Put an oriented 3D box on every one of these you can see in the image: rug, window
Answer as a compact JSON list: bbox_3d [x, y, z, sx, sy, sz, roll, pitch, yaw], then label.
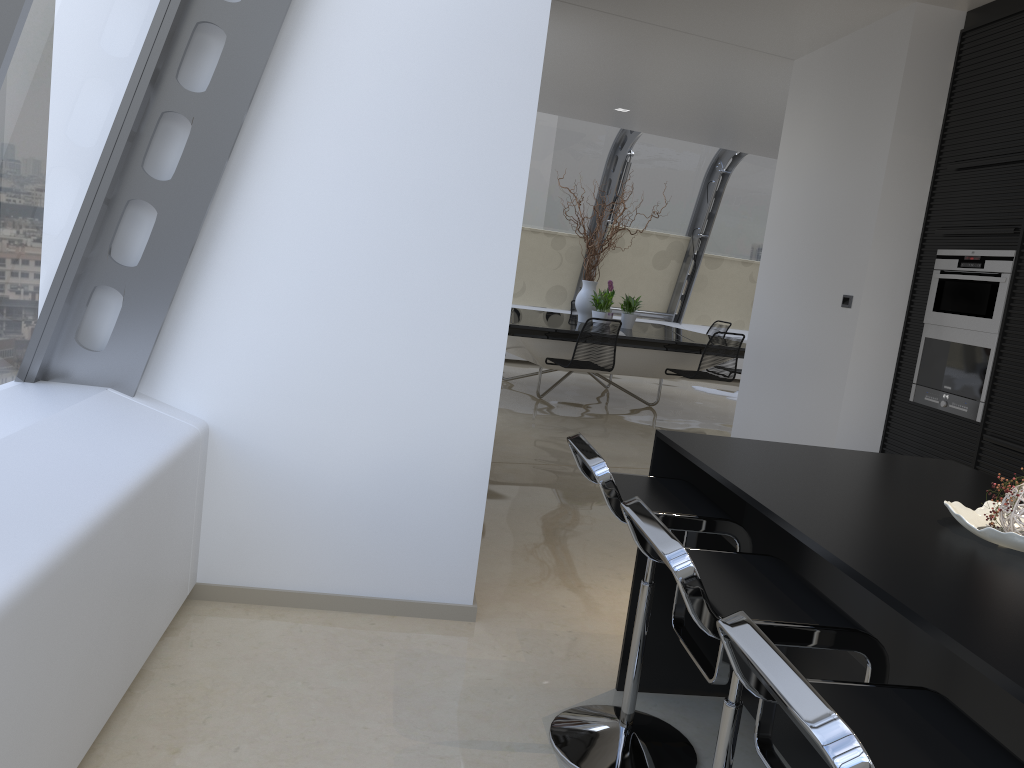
[{"bbox_3d":[4.019,0.398,10.395,2.705,0.008,3.220,4,9,-22],"label":"rug"},{"bbox_3d":[5.203,-0.260,5.831,16.171,3.674,16.693,5,8,-15],"label":"window"}]

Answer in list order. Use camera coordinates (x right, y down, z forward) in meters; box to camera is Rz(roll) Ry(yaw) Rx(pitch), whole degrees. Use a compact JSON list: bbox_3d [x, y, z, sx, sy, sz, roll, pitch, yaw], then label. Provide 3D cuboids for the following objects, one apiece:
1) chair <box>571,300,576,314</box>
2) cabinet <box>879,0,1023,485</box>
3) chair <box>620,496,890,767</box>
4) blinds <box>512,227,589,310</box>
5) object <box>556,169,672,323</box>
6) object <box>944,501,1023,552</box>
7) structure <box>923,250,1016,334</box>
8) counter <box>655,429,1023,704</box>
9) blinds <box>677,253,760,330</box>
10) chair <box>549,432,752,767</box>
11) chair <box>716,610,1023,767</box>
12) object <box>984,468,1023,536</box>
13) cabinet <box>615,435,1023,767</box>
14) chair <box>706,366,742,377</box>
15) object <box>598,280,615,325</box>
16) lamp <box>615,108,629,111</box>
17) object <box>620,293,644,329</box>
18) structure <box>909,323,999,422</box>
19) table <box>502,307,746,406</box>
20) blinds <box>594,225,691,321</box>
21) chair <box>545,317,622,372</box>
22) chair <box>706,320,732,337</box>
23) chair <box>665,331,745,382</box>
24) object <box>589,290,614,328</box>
[{"bbox_3d":[0.960,-0.713,10.698,0.446,0.519,0.688,4,9,-21],"label":"chair"},{"bbox_3d":[2.925,-0.091,2.399,0.831,2.901,5.157,6,8,-9],"label":"cabinet"},{"bbox_3d":[0.422,0.702,1.807,0.460,0.857,0.418,6,8,-8],"label":"chair"},{"bbox_3d":[0.241,-1.506,11.572,1.430,1.027,0.329,4,9,-21],"label":"blinds"},{"bbox_3d":[0.990,-1.368,9.031,1.135,1.549,1.031,3,9,-29],"label":"object"},{"bbox_3d":[1.131,0.329,1.932,0.334,0.078,0.329,4,9,-21],"label":"object"},{"bbox_3d":[2.253,-0.469,4.391,0.061,0.388,0.592,6,8,-8],"label":"structure"},{"bbox_3d":[1.189,0.499,0.954,1.006,0.018,3.800,6,8,-9],"label":"counter"},{"bbox_3d":[3.098,-1.287,12.699,1.430,1.027,0.329,4,9,-21],"label":"blinds"},{"bbox_3d":[0.347,0.602,2.447,0.460,0.857,0.418,6,8,-8],"label":"chair"},{"bbox_3d":[0.492,0.795,1.217,0.460,0.857,0.418,6,8,-8],"label":"chair"},{"bbox_3d":[1.133,0.267,1.934,0.190,0.191,0.165,10,8,19],"label":"object"},{"bbox_3d":[1.134,0.919,1.013,1.007,0.838,3.800,6,8,-9],"label":"cabinet"},{"bbox_3d":[2.511,-0.332,9.447,0.688,0.519,0.446,4,9,-21],"label":"chair"},{"bbox_3d":[0.982,-0.878,9.455,0.238,0.476,0.417,8,8,6],"label":"object"},{"bbox_3d":[7.264,-1.521,6.118,9.928,0.004,9.775,4,9,-21],"label":"lamp"},{"bbox_3d":[1.218,-0.759,9.196,0.284,0.369,0.215,9,8,12],"label":"object"},{"bbox_3d":[2.204,-0.071,4.447,0.023,0.420,0.592,6,8,-8],"label":"structure"},{"bbox_3d":[0.818,-0.263,9.370,3.031,0.759,2.494,4,9,-21],"label":"table"},{"bbox_3d":[1.694,-1.484,12.097,1.376,1.214,0.387,4,9,-21],"label":"blinds"},{"bbox_3d":[0.654,-0.361,7.915,0.446,0.519,0.688,4,9,-21],"label":"chair"},{"bbox_3d":[2.162,-0.508,10.365,0.688,0.519,0.446,4,9,-21],"label":"chair"},{"bbox_3d":[1.839,-0.270,8.382,0.446,0.519,0.688,4,9,-21],"label":"chair"},{"bbox_3d":[0.889,-0.754,8.847,0.284,0.369,0.215,10,8,17],"label":"object"}]
